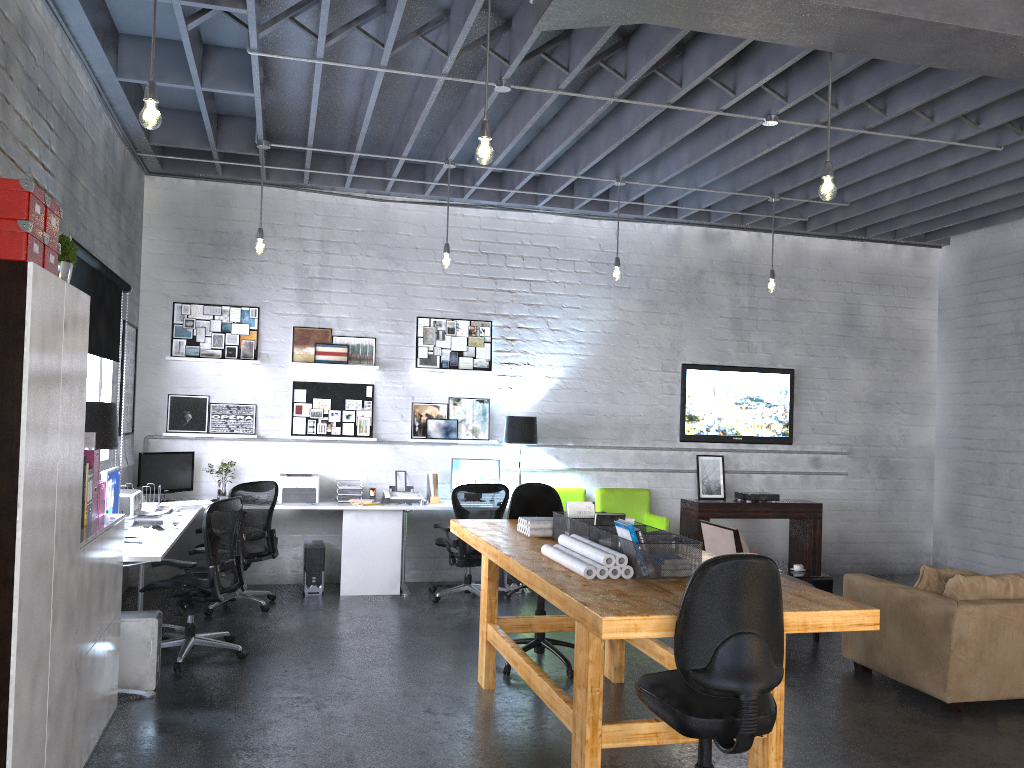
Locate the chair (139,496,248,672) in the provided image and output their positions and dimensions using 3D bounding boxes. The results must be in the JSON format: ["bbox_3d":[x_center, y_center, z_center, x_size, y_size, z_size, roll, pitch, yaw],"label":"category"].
[{"bbox_3d":[-2.064,1.239,5.716,0.753,1.031,0.732,2,-2,-11],"label":"chair"}]

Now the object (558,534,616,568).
[{"bbox_3d":[0.336,0.766,4.101,0.057,0.057,0.635,2,-2,-15],"label":"object"}]

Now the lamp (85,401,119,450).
[{"bbox_3d":[-2.362,0.513,4.907,0.333,0.831,0.334,1,-2,37],"label":"lamp"}]

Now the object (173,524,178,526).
[{"bbox_3d":[-2.267,0.962,6.032,0.025,0.021,0.119,1,-2,12],"label":"object"}]

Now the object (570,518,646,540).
[{"bbox_3d":[0.492,0.789,4.586,0.316,0.156,0.306,2,-2,-15],"label":"object"}]

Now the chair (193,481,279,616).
[{"bbox_3d":[-2.263,1.287,7.170,0.752,1.031,0.732,2,-2,9],"label":"chair"}]

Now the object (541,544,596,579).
[{"bbox_3d":[0.251,0.811,4.078,0.057,0.058,0.635,2,-2,-15],"label":"object"}]

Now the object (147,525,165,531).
[{"bbox_3d":[-2.348,0.947,5.844,0.114,0.036,0.058,3,-2,-25],"label":"object"}]

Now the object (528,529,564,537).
[{"bbox_3d":[0.347,0.847,5.057,0.520,0.047,0.047,2,-2,-15],"label":"object"}]

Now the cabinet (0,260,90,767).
[{"bbox_3d":[-1.794,0.644,3.161,0.291,2.046,0.873,2,-1,-15],"label":"cabinet"}]

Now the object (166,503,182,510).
[{"bbox_3d":[-2.703,0.974,7.082,0.130,0.049,0.130,2,-2,2],"label":"object"}]

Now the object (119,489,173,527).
[{"bbox_3d":[-2.614,0.852,6.142,0.485,0.230,0.420,2,-2,-15],"label":"object"}]

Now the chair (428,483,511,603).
[{"bbox_3d":[-0.400,1.370,7.814,0.752,1.031,0.732,0,-2,44],"label":"chair"}]

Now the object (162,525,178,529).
[{"bbox_3d":[-2.308,0.962,5.945,0.119,0.016,0.119,2,-2,3],"label":"object"}]

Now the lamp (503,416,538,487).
[{"bbox_3d":[0.077,0.726,8.525,0.333,0.831,0.334,1,-2,37],"label":"lamp"}]

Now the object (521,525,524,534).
[{"bbox_3d":[0.311,0.851,5.192,0.520,0.047,0.047,2,-2,-15],"label":"object"}]

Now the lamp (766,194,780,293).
[{"bbox_3d":[2.349,-1.260,7.988,0.104,0.878,0.104,1,-1,29],"label":"lamp"}]

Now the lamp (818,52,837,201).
[{"bbox_3d":[1.675,-1.405,4.683,0.104,0.878,0.104,2,-1,-15],"label":"lamp"}]

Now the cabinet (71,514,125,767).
[{"bbox_3d":[-2.167,1.181,4.128,0.465,1.021,1.152,2,-2,-15],"label":"cabinet"}]

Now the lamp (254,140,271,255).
[{"bbox_3d":[-1.940,-1.438,6.870,0.104,0.878,0.104,2,-1,-15],"label":"lamp"}]

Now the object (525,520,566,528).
[{"bbox_3d":[0.330,0.809,5.126,0.520,0.047,0.046,2,-2,-15],"label":"object"}]

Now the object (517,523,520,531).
[{"bbox_3d":[0.288,0.854,5.282,0.520,0.047,0.047,2,-2,-15],"label":"object"}]

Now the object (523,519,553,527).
[{"bbox_3d":[0.318,0.810,5.171,0.520,0.047,0.046,2,-2,-15],"label":"object"}]

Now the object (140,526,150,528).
[{"bbox_3d":[-2.437,0.956,5.902,0.076,0.016,0.017,3,-2,-25],"label":"object"}]

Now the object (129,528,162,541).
[{"bbox_3d":[-2.298,0.941,5.553,0.181,0.028,0.422,3,-2,-25],"label":"object"}]

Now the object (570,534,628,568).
[{"bbox_3d":[0.391,0.768,4.115,0.057,0.057,0.635,2,-2,-15],"label":"object"}]

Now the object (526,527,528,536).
[{"bbox_3d":[0.335,0.849,5.102,0.520,0.047,0.047,2,-2,-15],"label":"object"}]

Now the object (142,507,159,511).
[{"bbox_3d":[-2.821,0.943,6.526,0.392,0.064,0.259,2,-2,-15],"label":"object"}]

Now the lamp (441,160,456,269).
[{"bbox_3d":[-0.524,-1.380,7.239,0.104,0.878,0.104,2,-1,-15],"label":"lamp"}]

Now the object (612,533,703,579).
[{"bbox_3d":[0.648,0.772,3.991,0.316,0.156,0.306,2,-2,-15],"label":"object"}]

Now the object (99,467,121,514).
[{"bbox_3d":[-2.563,0.737,5.525,0.212,0.417,0.465,2,-2,-15],"label":"object"}]

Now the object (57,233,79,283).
[{"bbox_3d":[-1.825,-0.487,3.546,0.169,0.240,0.171,2,-2,-15],"label":"object"}]

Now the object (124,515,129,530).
[{"bbox_3d":[-2.580,0.911,5.823,0.082,0.090,0.090,2,-2,10],"label":"object"}]

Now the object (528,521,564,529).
[{"bbox_3d":[0.344,0.807,5.072,0.520,0.047,0.046,2,-2,-17],"label":"object"}]

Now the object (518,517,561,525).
[{"bbox_3d":[0.295,0.813,5.261,0.520,0.047,0.046,2,-2,-15],"label":"object"}]

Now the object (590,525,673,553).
[{"bbox_3d":[0.570,0.780,4.288,0.316,0.156,0.306,2,-2,-15],"label":"object"}]

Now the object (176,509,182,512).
[{"bbox_3d":[-2.610,0.986,6.905,0.071,0.020,0.058,0,-3,39],"label":"object"}]

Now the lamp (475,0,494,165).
[{"bbox_3d":[-0.119,-1.480,4.216,0.104,0.878,0.104,2,-1,-15],"label":"lamp"}]

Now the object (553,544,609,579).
[{"bbox_3d":[0.307,0.814,4.092,0.058,0.057,0.635,2,-2,-15],"label":"object"}]

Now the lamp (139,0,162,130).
[{"bbox_3d":[-1.552,-1.539,3.842,0.104,0.878,0.104,2,-1,-15],"label":"lamp"}]

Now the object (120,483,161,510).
[{"bbox_3d":[-2.899,0.883,6.858,0.324,0.208,0.233,2,-2,-15],"label":"object"}]

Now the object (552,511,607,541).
[{"bbox_3d":[0.415,0.798,4.884,0.316,0.156,0.306,2,-2,-15],"label":"object"}]

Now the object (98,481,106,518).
[{"bbox_3d":[-2.245,0.597,4.611,0.214,0.177,0.161,2,-2,-14],"label":"object"}]

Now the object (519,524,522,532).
[{"bbox_3d":[0.300,0.852,5.237,0.520,0.047,0.047,2,-2,-15],"label":"object"}]

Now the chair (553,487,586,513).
[{"bbox_3d":[0.502,1.484,8.596,0.611,0.920,0.516,2,-1,-15],"label":"chair"}]

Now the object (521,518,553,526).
[{"bbox_3d":[0.307,0.812,5.215,0.520,0.047,0.046,2,-2,-15],"label":"object"}]

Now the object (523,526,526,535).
[{"bbox_3d":[0.323,0.850,5.147,0.520,0.047,0.047,2,-2,-15],"label":"object"}]

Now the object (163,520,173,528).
[{"bbox_3d":[-2.302,0.938,5.951,0.078,0.049,0.062,4,-3,-44],"label":"object"}]

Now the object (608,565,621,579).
[{"bbox_3d":[0.361,0.816,4.107,0.057,0.058,0.635,2,-2,-15],"label":"object"}]

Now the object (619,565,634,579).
[{"bbox_3d":[0.416,0.819,4.121,0.058,0.057,0.635,2,-2,-15],"label":"object"}]

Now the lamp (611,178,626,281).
[{"bbox_3d":[0.910,-1.320,7.613,0.104,0.878,0.104,2,-1,-15],"label":"lamp"}]
